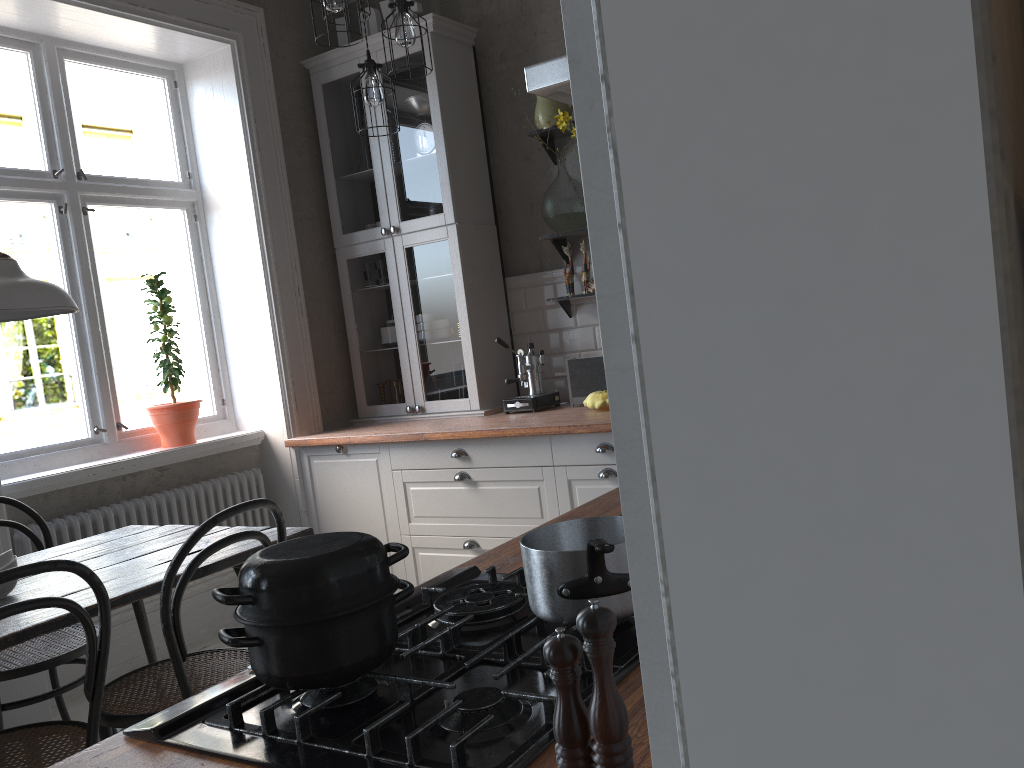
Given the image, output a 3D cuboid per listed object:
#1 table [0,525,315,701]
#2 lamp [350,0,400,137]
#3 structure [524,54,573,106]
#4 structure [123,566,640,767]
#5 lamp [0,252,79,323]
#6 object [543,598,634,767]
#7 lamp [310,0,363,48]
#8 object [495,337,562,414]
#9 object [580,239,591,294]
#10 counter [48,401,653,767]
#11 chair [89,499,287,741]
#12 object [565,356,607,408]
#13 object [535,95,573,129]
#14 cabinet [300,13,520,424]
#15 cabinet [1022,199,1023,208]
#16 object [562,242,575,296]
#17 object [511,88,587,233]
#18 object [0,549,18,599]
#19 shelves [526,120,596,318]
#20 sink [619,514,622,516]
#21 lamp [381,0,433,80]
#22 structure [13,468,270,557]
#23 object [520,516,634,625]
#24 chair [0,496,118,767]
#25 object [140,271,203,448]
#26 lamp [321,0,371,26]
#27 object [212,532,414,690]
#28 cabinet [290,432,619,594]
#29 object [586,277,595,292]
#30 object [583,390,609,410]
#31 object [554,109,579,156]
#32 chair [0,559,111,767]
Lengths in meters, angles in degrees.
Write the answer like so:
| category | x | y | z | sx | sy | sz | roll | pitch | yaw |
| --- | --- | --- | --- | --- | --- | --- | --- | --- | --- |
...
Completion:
| category | x | y | z | sx | sy | sz | roll | pitch | yaw |
| --- | --- | --- | --- | --- | --- | --- | --- | --- | --- |
| table | -1.459 | 0.948 | 2.164 | 0.887 | 0.735 | 1.956 | -5 | 4 | 33 |
| lamp | -0.578 | -1.744 | 3.056 | 0.147 | 1.735 | 0.146 | -7 | 4 | 0 |
| structure | 0.419 | -1.435 | 1.823 | 0.699 | 1.596 | 0.725 | -5 | 5 | 33 |
| structure | -0.072 | 0.327 | 1.125 | 0.486 | 0.031 | 0.617 | -5 | 4 | 33 |
| lamp | -1.485 | -1.093 | 2.302 | 0.371 | 1.859 | 0.387 | -4 | 5 | 40 |
| object | 0.064 | 0.264 | 0.759 | 0.071 | 0.167 | 0.036 | -5 | 5 | 33 |
| lamp | -0.644 | -1.924 | 2.686 | 0.148 | 1.735 | 0.145 | -8 | 4 | -10 |
| object | 0.050 | -0.052 | 4.197 | 0.202 | 0.370 | 0.360 | -5 | 4 | 33 |
| object | 0.354 | -0.560 | 4.226 | 0.062 | 0.264 | 0.052 | -9 | 4 | -21 |
| counter | -0.235 | 0.276 | 2.789 | 3.100 | 0.039 | 3.455 | -5 | 4 | 33 |
| chair | -0.828 | 0.766 | 2.311 | 0.539 | 0.921 | 0.446 | -5 | 4 | 30 |
| object | 0.428 | -0.019 | 4.071 | 0.345 | 0.226 | 0.090 | -5 | 5 | 32 |
| object | 0.192 | -1.302 | 4.155 | 0.177 | 0.216 | 0.187 | -11 | 5 | -43 |
| cabinet | -0.504 | -0.765 | 4.567 | 0.862 | 1.921 | 0.395 | -5 | 5 | 32 |
| cabinet | 0.675 | 0.508 | 0.405 | 0.653 | 1.297 | 0.391 | -5 | 5 | 33 |
| object | 0.275 | -0.554 | 4.294 | 0.053 | 0.264 | 0.061 | -7 | 4 | 4 |
| object | 0.202 | -1.049 | 4.167 | 0.334 | 0.675 | 0.338 | -7 | 4 | 1 |
| object | -1.347 | 0.497 | 2.292 | 0.130 | 0.119 | 0.122 | -10 | 5 | -41 |
| shelves | 0.729 | -0.788 | 3.962 | 1.291 | 0.923 | 0.233 | -5 | 5 | 32 |
| sink | 0.389 | 0.147 | 1.593 | 0.518 | 0.720 | 0.495 | -5 | 5 | 33 |
| lamp | -0.455 | -1.913 | 2.950 | 0.145 | 1.735 | 0.148 | -6 | 4 | 20 |
| structure | -1.557 | 0.695 | 3.918 | 0.146 | 0.428 | 1.245 | -5 | 4 | 31 |
| object | 0.124 | 0.222 | 1.091 | 0.177 | 0.134 | 0.299 | -9 | 4 | -22 |
| chair | -1.575 | 0.826 | 2.833 | 0.537 | 0.921 | 0.447 | -3 | 5 | 45 |
| object | -1.612 | -0.116 | 4.131 | 0.265 | 0.813 | 0.255 | -9 | 4 | -30 |
| lamp | -0.653 | -2.066 | 2.863 | 0.145 | 1.735 | 0.148 | -6 | 4 | 20 |
| object | -0.225 | 0.261 | 1.038 | 0.188 | 0.147 | 0.194 | -6 | 4 | 13 |
| cabinet | 0.271 | 0.633 | 2.704 | 2.004 | 0.854 | 4.160 | -8 | 4 | -10 |
| object | 0.435 | -0.490 | 4.156 | 0.175 | 0.111 | 0.097 | -7 | 4 | 10 |
| object | 0.406 | 0.070 | 3.853 | 0.193 | 0.083 | 0.193 | -5 | 4 | 33 |
| object | 0.331 | -0.989 | 4.043 | 0.188 | 0.540 | 0.285 | -5 | 4 | 25 |
| chair | -1.109 | 0.827 | 1.909 | 0.537 | 0.921 | 0.447 | -4 | 5 | 40 |
